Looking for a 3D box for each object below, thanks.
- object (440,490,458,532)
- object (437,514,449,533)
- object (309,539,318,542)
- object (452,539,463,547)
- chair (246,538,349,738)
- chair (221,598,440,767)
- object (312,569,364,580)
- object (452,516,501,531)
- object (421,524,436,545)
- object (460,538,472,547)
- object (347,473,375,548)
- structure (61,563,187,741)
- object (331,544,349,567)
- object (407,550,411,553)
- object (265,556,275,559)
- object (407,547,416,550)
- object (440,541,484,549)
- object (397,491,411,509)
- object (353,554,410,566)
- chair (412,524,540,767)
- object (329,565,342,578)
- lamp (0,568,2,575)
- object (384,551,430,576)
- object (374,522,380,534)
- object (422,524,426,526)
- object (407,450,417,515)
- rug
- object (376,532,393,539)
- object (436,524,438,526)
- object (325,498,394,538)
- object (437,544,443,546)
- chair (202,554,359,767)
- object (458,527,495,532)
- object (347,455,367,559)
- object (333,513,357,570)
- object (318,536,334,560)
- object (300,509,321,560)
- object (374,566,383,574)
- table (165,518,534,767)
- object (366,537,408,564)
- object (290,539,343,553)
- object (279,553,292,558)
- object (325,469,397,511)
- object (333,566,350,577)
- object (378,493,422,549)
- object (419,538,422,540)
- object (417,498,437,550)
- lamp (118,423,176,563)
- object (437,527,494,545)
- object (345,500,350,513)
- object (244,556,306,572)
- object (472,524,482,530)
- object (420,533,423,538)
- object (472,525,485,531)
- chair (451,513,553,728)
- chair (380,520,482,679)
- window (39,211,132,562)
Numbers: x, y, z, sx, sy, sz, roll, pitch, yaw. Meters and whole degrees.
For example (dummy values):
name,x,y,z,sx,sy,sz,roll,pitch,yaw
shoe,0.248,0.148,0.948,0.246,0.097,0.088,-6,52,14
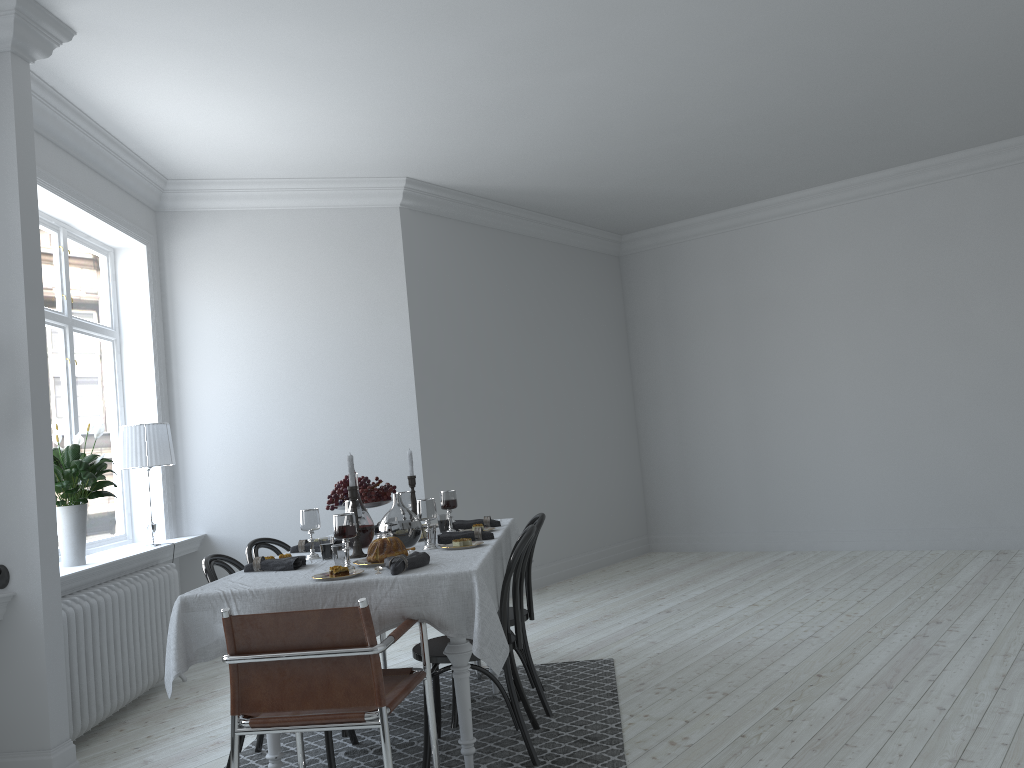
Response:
name,x,y,z,sx,sy,sz,roll,pitch,yaw
object,-0.309,0.638,4.399,0.083,0.215,0.083,-9,-5,41
object,-0.346,0.707,4.491,0.066,0.094,0.066,-7,-4,25
object,-0.979,0.790,4.395,0.040,0.039,0.077,-6,-4,6
object,-0.227,0.670,3.725,0.021,0.037,0.057,-3,-5,-35
chair,-0.972,1.194,4.336,0.564,0.909,0.463,-7,-4,15
chair,-0.582,1.095,2.935,0.546,0.837,0.593,-6,-4,8
object,-0.618,0.681,3.153,0.182,0.013,0.182,-8,-5,36
object,-0.195,0.718,4.595,0.247,0.061,0.165,-4,-4,-14
object,-0.362,0.667,3.894,0.066,0.094,0.066,-7,-4,25
object,-0.197,0.668,3.738,0.057,0.037,0.021,-7,-4,27
object,-0.728,0.592,4.160,0.152,0.352,0.152,-5,-4,-3
structure,-2.143,1.432,4.697,0.245,0.753,1.710,-5,-4,-1
object,-0.650,0.658,3.373,0.066,0.094,0.066,-7,-4,25
object,-0.507,0.712,3.735,0.150,0.009,0.075,-4,-4,-19
object,-1.030,0.750,3.765,0.036,0.039,0.051,-6,-4,13
object,-0.490,0.698,3.743,0.167,0.031,0.031,-4,-4,-18
object,-0.209,0.682,3.736,0.182,0.013,0.182,-2,-5,-39
object,-0.578,0.691,4.783,0.083,0.215,0.083,-9,-5,41
object,-0.489,0.687,3.442,0.251,0.018,0.251,-8,-5,36
chair,-0.136,1.069,3.698,0.564,0.909,0.463,-5,-4,0
object,-0.630,0.671,3.179,0.051,0.039,0.036,-4,-4,-14
lamp,-2.195,0.310,3.619,0.131,0.977,0.312,-6,-4,11
object,-0.366,0.637,3.187,0.165,0.061,0.247,-4,-4,-14
object,-0.755,0.791,4.862,0.165,0.061,0.247,-4,-4,-14
object,-0.484,0.786,4.905,0.057,0.021,0.037,-8,-5,36
object,-0.519,0.564,4.645,0.089,0.432,0.089,-3,-5,-31
rug,-0.361,1.555,3.976,1.701,0.021,2.166,-6,-4,4
object,-0.518,0.660,3.630,0.091,0.101,0.091,-5,-4,-9
object,-0.488,0.790,4.894,0.182,0.013,0.182,-2,-5,-43
object,-0.778,0.710,4.621,0.367,0.188,0.367,-5,-4,-12
object,-0.262,0.695,3.846,0.131,0.012,0.031,-6,-4,4
chair,-0.982,1.154,3.759,0.564,0.909,0.463,-5,-4,0
object,-0.171,0.721,4.349,0.182,0.013,0.182,-2,-5,-39
object,-0.670,0.517,3.761,0.089,0.432,0.089,-3,-5,-31
object,-0.615,0.590,3.289,0.083,0.215,0.083,-9,-5,41
object,-0.785,0.698,3.762,0.066,0.094,0.066,-7,-4,25
object,-0.874,0.655,3.861,0.083,0.215,0.083,-9,-5,41
object,-0.480,0.671,3.195,0.031,0.012,0.131,-5,-4,-11
table,-0.525,1.156,3.989,1.210,0.842,2.179,-6,-4,3
object,-0.481,0.645,3.445,0.164,0.105,0.191,-3,-5,-34
object,-0.916,0.757,4.157,0.247,0.061,0.165,-4,-4,-14
object,-0.968,0.744,3.792,0.057,0.041,0.038,-5,-4,-12
object,-0.786,0.546,4.641,0.347,0.215,0.318,-5,-4,-1
object,-0.602,0.663,3.130,0.057,0.041,0.038,-4,-4,-20
object,-0.500,0.609,3.943,0.194,0.245,0.194,-7,-4,20
object,-0.523,0.746,4.233,0.251,0.018,0.251,-8,-5,36
object,-0.360,0.601,3.801,0.083,0.215,0.083,-9,-5,41
lamp,-2.253,0.919,5.545,0.335,1.331,0.335,-7,-4,24
object,-0.217,0.678,3.992,0.247,0.061,0.165,-4,-4,-14
object,-0.779,0.682,4.392,0.083,0.215,0.083,-8,-5,32
object,-0.949,0.717,3.546,0.247,0.061,0.165,-4,-4,-14
object,-0.168,0.710,4.380,0.051,0.039,0.036,-4,-4,-14
object,-0.437,0.713,4.222,0.039,0.040,0.078,-6,-4,11
object,-0.165,0.707,4.339,0.057,0.037,0.021,-7,-4,17
chair,-0.075,1.103,4.265,0.564,0.909,0.463,-5,-4,-5
chair,-0.497,1.235,5.052,0.546,0.837,0.593,-5,-4,-9
window,-2.688,-0.001,5.057,0.061,2.080,2.079,-5,-4,-1
